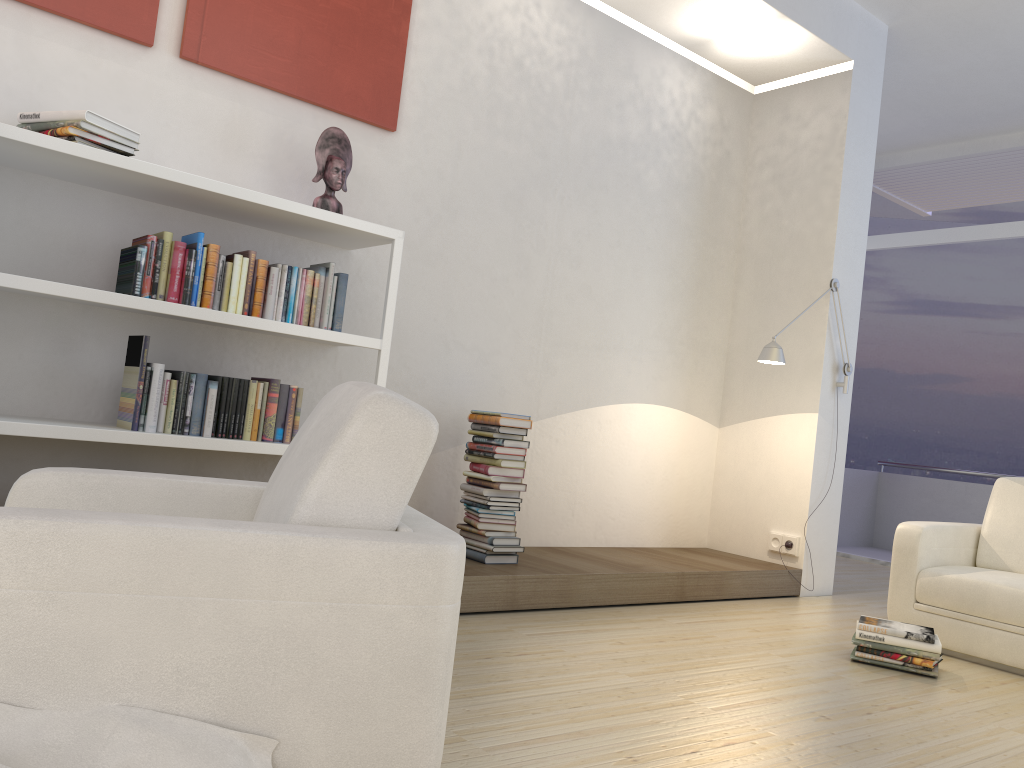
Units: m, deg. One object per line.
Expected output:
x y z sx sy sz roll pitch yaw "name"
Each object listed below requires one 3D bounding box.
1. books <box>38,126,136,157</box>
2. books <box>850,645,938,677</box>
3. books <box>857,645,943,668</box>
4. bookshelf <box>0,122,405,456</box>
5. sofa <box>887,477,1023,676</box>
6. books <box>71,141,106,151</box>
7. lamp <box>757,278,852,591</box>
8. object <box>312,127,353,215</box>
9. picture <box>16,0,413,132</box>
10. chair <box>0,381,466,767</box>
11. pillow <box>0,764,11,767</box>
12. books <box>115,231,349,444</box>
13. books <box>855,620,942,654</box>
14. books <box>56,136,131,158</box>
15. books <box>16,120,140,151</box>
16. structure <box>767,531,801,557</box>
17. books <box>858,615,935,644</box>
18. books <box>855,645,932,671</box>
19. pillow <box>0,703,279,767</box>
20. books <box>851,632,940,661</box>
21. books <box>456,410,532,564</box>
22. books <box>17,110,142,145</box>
-1.516 -0.842 3.117 0.287 0.025 0.247 5 -3 36 "books"
1.594 1.153 3.695 0.328 0.018 0.247 5 -3 26 "books"
1.615 1.116 3.686 0.287 0.025 0.247 5 -3 36 "books"
-1.289 -0.051 3.361 1.599 1.396 0.465 9 -3 -39 "bookshelf"
2.843 0.883 3.687 0.941 0.862 2.166 9 -3 -39 "sofa"
-1.536 -0.805 3.127 0.328 0.018 0.247 5 -3 26 "books"
1.625 0.270 5.101 0.891 1.841 0.204 9 -4 -43 "lamp"
-0.756 -0.882 3.733 0.133 0.409 0.138 6 -3 8 "object"
-1.746 -1.772 3.172 3.227 0.794 0.030 9 -3 -39 "picture"
-0.648 0.371 1.885 0.941 0.828 0.919 8 -3 -19 "chair"
-0.922 0.640 1.149 0.712 0.287 0.299 6 -3 14 "pillow"
-1.077 -0.166 3.414 0.831 0.743 0.215 9 -3 -39 "books"
1.606 1.054 3.700 0.319 0.038 0.247 6 -3 22 "books"
-1.540 -0.823 3.130 0.287 0.018 0.247 5 -3 25 "books"
-1.529 -0.871 3.130 0.328 0.027 0.247 5 -3 26 "books"
1.628 0.959 5.319 0.028 0.114 0.206 9 -3 -39 "structure"
1.604 1.023 3.704 0.287 0.025 0.247 5 -3 25 "books"
1.591 1.135 3.698 0.287 0.018 0.247 5 -3 25 "books"
-0.653 0.643 1.265 0.615 0.315 0.312 7 -3 -12 "pillow"
1.602 1.087 3.698 0.328 0.027 0.247 5 -3 26 "books"
-0.076 0.485 4.224 0.270 0.694 0.329 9 -3 -39 "books"
-1.525 -0.903 3.131 0.319 0.038 0.247 6 -3 22 "books"
